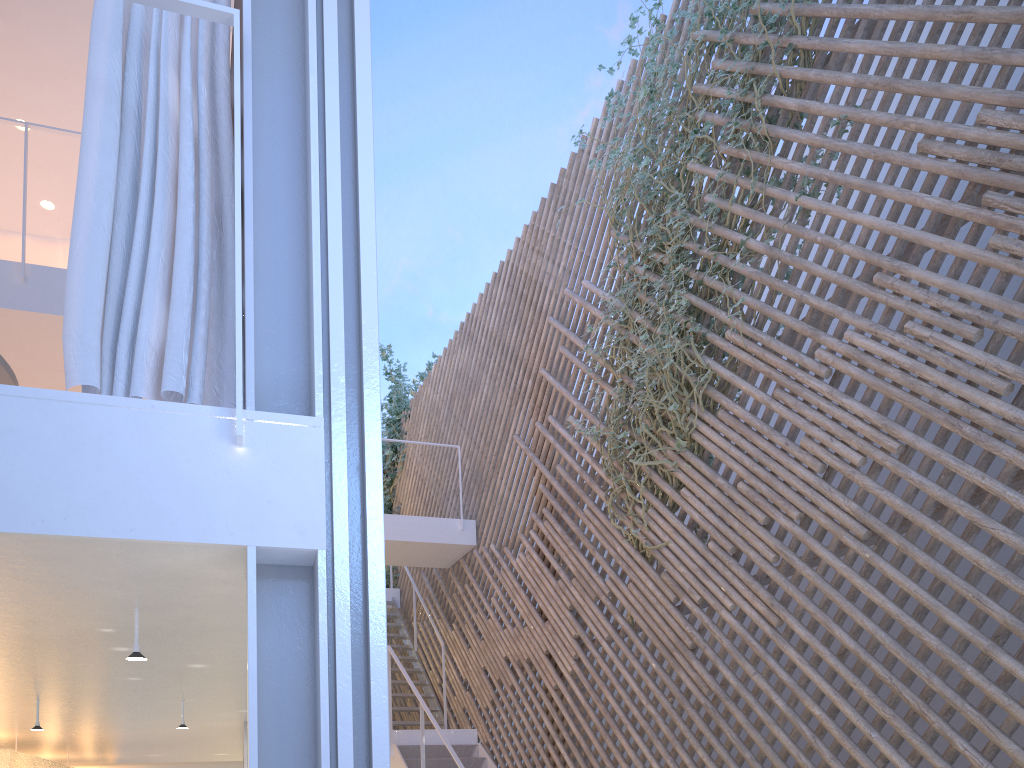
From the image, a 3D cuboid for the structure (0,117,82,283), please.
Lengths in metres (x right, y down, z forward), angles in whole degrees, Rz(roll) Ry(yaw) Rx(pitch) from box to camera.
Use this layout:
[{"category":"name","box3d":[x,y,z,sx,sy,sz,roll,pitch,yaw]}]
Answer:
[{"category":"structure","box3d":[-1.152,-0.264,0.732,1.736,2.975,4.050,1,-20,-18]}]

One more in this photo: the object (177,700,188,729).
[{"category":"object","box3d":[-0.861,0.863,2.152,0.029,0.072,0.031,-1,-10,-7]}]

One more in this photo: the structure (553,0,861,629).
[{"category":"structure","box3d":[0.798,-0.479,3.091,0.747,2.458,2.580,2,-17,-26]}]

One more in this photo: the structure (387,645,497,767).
[{"category":"structure","box3d":[-0.398,2.049,3.999,1.195,1.766,2.155,3,-20,-24]}]

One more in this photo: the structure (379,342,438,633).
[{"category":"structure","box3d":[-1.360,2.337,7.683,1.120,4.089,3.626,0,-16,-20]}]

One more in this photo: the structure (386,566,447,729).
[{"category":"structure","box3d":[-0.967,1.766,6.061,0.539,1.707,1.373,1,-15,-23]}]

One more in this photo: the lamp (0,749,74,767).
[{"category":"lamp","box3d":[-2.167,1.912,3.636,0.450,0.378,2.568,3,-27,-17]}]

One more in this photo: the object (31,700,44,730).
[{"category":"object","box3d":[-1.180,0.823,2.047,0.029,0.072,0.031,-1,-10,-7]}]

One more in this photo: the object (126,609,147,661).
[{"category":"object","box3d":[-1.622,1.048,1.730,1.687,0.734,2.046,6,-26,-19]}]

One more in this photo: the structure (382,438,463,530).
[{"category":"structure","box3d":[-0.863,0.588,5.015,1.148,0.517,0.029,6,-9,-18]}]

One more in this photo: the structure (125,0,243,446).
[{"category":"structure","box3d":[-0.725,-0.065,0.027,1.372,1.616,1.588,3,-17,-18]}]

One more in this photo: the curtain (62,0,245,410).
[{"category":"curtain","box3d":[-0.646,-1.082,1.135,0.517,2.204,0.103,1,-7,-22]}]
